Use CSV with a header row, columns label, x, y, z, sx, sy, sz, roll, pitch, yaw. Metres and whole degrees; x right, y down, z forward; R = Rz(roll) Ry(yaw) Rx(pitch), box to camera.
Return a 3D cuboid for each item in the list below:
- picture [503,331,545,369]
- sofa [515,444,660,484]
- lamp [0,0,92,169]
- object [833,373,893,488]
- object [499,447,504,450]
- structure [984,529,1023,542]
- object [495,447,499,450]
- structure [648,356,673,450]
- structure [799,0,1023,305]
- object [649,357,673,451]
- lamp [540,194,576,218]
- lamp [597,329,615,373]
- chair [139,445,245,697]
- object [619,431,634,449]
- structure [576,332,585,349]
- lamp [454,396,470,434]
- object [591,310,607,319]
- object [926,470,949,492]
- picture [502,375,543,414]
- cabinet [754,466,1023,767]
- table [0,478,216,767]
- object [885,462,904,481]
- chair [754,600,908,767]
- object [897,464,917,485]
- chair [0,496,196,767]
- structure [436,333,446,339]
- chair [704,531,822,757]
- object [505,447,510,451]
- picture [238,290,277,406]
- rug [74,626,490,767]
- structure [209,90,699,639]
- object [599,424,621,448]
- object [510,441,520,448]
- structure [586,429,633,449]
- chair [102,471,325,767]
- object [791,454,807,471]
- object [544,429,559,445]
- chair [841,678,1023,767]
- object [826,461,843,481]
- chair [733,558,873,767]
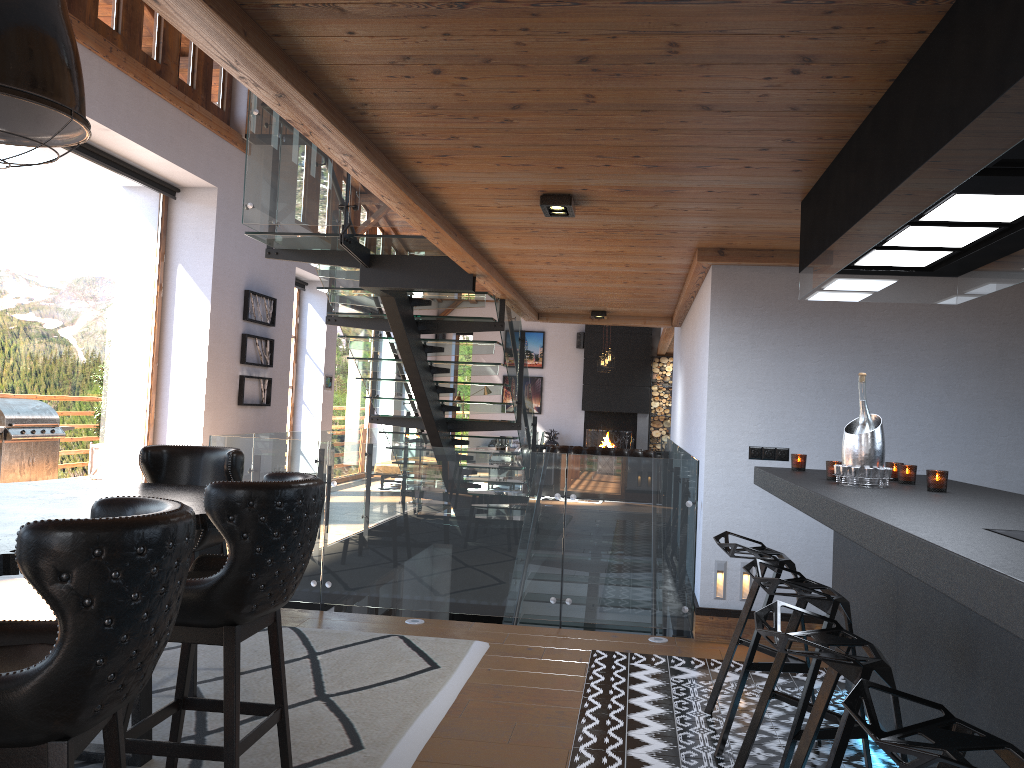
label,x,y,z,sx,sy,sz,roll,pitch,yaw
picture,0.264,-0.757,19.408,0.877,0.816,0.036,2,-3,7
sofa,1.282,1.401,14.114,2.559,0.839,1.242,2,-2,6
lamp,-1.533,-3.020,2.814,0.628,4.688,0.614,5,-3,-37
object,1.419,0.183,3.575,0.225,0.453,0.225,2,-2,7
object,-0.177,1.025,14.748,0.089,0.286,0.086,5,-3,-43
structure,1.369,0.365,1.857,0.503,0.017,0.612,2,-2,8
object,-0.232,1.025,14.821,0.087,0.286,0.088,2,-3,20
structure,3.146,0.733,18.738,0.500,2.618,0.513,2,-3,7
structure,1.476,-0.674,2.516,0.709,0.476,3.258,2,-2,8
object,3.141,0.739,18.748,0.492,2.613,0.467,2,-3,7
lamp,0.226,-0.880,4.346,0.155,0.068,0.262,2,-2,8
lamp,1.757,-1.320,16.360,0.262,2.203,0.802,3,-2,-1
chair,-1.578,0.848,4.193,0.503,1.093,0.569,2,-2,7
object,2.356,1.488,18.283,0.311,1.018,0.304,5,-3,-37
structure,1.497,-0.941,19.193,0.213,0.349,0.214,2,-2,7
lamp,-0.975,0.895,18.314,0.522,1.900,1.334,1,-3,29
object,0.890,-0.711,9.052,0.155,0.068,0.262,2,-2,8
object,1.638,0.374,3.416,0.080,0.081,0.078,4,-2,-28
picture,0.218,0.236,19.364,0.877,0.816,0.036,2,-3,7
cabinet,1.366,0.921,2.261,0.886,1.104,4.812,2,-2,8
table,-1.835,0.870,2.207,1.425,0.950,3.806,2,-2,8
object,1.718,0.394,3.984,0.080,0.081,0.078,4,-2,-28
chair,0.845,1.028,2.257,0.467,0.840,0.541,2,-2,14
object,1.692,0.387,3.796,0.080,0.081,0.078,4,-2,-28
chair,-1.009,0.807,1.897,0.570,1.093,0.502,3,-2,-9
structure,-1.571,-1.069,19.559,0.213,0.349,0.214,2,-2,7
chair,1.089,1.084,3.781,0.468,0.840,0.540,2,-2,8
object,-0.075,1.029,14.732,0.088,0.286,0.087,3,-3,-16
picture,-2.979,-0.399,10.398,0.059,1.313,0.776,2,-2,8
rug,-1.751,1.338,2.500,2.544,0.047,5.645,2,-2,8
structure,-2.932,1.054,7.715,9.184,6.402,11.052,2,-2,8
object,1.769,1.124,15.618,0.403,0.808,0.624,2,-2,19
object,0.055,1.300,19.078,0.280,0.161,0.260,2,-2,10
structure,2.042,1.233,18.710,0.980,0.515,0.184,2,-2,7
chair,-0.924,0.839,2.858,0.567,1.093,0.505,2,-2,6
object,1.455,0.397,4.498,0.078,0.081,0.080,1,-3,42
object,0.849,1.180,18.967,0.338,0.455,0.337,1,-3,33
chair,0.826,1.006,1.539,0.468,0.840,0.539,2,-2,5
object,1.396,0.375,3.828,0.080,0.081,0.078,4,-2,-28
chair,1.026,1.059,3.026,0.468,0.840,0.539,2,-2,5
